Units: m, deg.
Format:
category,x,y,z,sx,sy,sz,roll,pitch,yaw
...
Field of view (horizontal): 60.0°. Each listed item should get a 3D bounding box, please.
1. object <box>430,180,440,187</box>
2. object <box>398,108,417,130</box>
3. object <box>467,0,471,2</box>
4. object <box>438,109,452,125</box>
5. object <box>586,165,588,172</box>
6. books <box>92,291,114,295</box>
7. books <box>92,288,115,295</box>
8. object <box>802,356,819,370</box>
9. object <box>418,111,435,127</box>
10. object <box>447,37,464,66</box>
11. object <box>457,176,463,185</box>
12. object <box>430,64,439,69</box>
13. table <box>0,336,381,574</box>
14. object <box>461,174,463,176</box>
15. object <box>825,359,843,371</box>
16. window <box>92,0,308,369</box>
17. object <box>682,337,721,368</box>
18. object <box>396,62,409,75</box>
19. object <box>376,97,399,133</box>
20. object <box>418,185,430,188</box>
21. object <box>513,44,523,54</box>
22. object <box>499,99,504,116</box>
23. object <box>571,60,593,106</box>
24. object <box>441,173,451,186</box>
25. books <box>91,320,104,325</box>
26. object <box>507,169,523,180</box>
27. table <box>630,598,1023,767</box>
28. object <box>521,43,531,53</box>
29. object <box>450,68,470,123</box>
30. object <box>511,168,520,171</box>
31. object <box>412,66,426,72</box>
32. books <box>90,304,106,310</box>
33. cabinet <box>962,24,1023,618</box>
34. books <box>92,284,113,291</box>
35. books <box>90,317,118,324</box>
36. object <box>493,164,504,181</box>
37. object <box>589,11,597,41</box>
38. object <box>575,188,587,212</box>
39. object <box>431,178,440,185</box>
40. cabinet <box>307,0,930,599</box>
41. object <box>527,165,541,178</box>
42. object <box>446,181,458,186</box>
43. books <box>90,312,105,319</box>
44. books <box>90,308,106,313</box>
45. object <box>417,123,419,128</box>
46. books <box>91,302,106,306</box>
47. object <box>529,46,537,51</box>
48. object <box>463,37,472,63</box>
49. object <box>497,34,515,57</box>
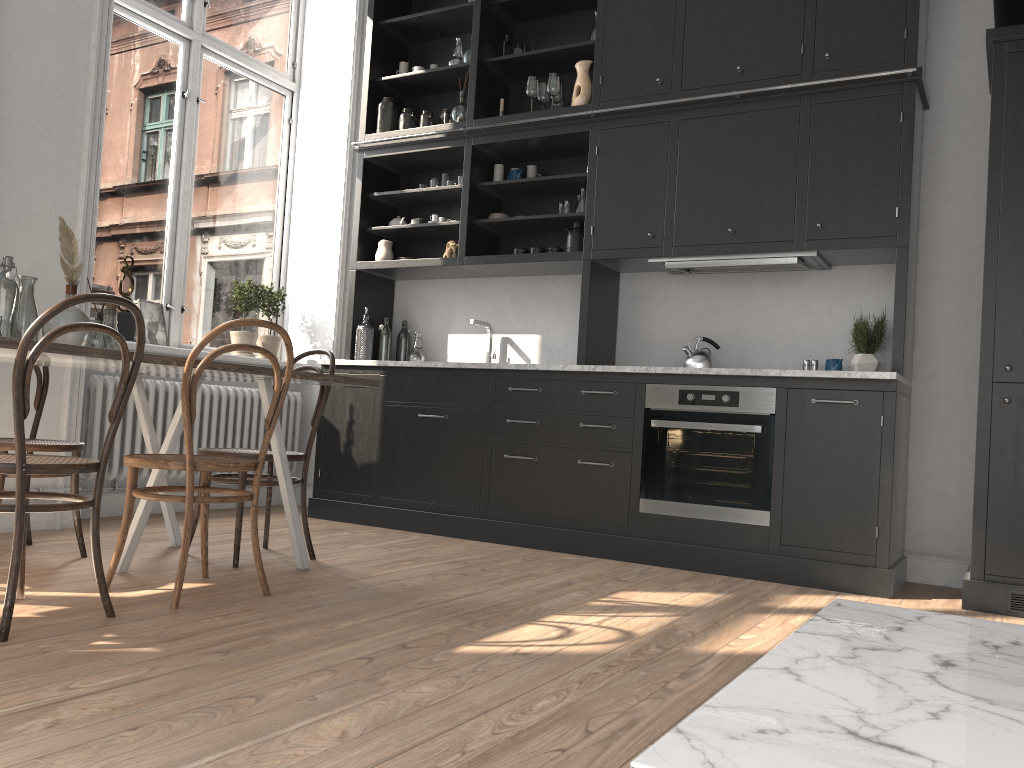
category,x,y,z,sx,sy,sz,roll,pitch,yaw
object,-0.477,-1.212,5.448,0.064,0.069,0.064,4,-2,-13
object,-0.646,-1.621,5.509,0.114,0.155,0.114,2,-3,33
object,-0.243,-2.381,5.485,0.070,0.231,0.067,2,-2,26
object,-0.406,-1.618,5.546,0.092,0.184,0.092,1,-3,44
object,0.448,-1.200,4.985,0.040,0.116,0.080,5,-3,-40
books,-2.266,-0.477,4.718,0.231,0.023,0.162,6,-4,-45
books,-2.258,-0.498,4.731,0.155,0.020,0.205,2,-3,30
object,1.482,-0.086,4.405,0.080,0.116,0.040,2,-3,35
object,-0.531,-1.611,5.506,0.096,0.150,0.096,3,-2,18
object,-0.329,-2.013,5.459,0.132,0.219,0.132,3,-2,4
object,-0.300,-1.206,5.326,0.064,0.069,0.064,3,-2,22
object,-0.494,-1.971,5.674,0.059,0.135,0.082,5,-3,-37
table,-1.589,0.282,2.988,1.100,0.779,2.201,2,-3,30
object,-0.281,-1.221,5.401,0.060,0.107,0.060,3,-2,2
object,1.570,-0.073,4.328,0.082,0.093,0.140,3,-3,20
window,-1.230,-5.657,12.554,26.394,15.930,14.392,2,-3,30
object,0.971,-0.152,4.572,0.171,0.186,0.171,2,-3,41
object,-0.700,-1.983,5.681,0.059,0.135,0.082,5,-3,-32
object,-0.777,-1.667,5.564,0.118,0.238,0.118,3,-2,15
object,-0.547,-1.203,5.494,0.071,0.047,0.071,4,-3,-22
object,0.034,-1.951,5.245,0.053,0.125,0.041,4,-2,-3
object,-0.061,-1.601,5.214,0.123,0.161,0.123,2,-3,38
object,0.390,-1.640,4.895,0.094,0.267,0.116,4,-2,-18
object,-0.406,-1.228,5.424,0.060,0.107,0.060,5,-3,-33
books,-2.264,-0.325,4.707,0.175,0.023,0.249,2,-3,30
object,0.017,-1.205,5.208,0.082,0.093,0.140,4,-2,-5
table,0.651,0.512,0.796,0.849,0.392,0.849,2,-3,30
object,0.072,-1.971,5.365,0.065,0.177,0.084,5,-3,-38
object,-0.292,-1.710,5.281,0.134,0.357,0.134,4,-2,-15
object,0.008,-1.222,5.317,0.082,0.135,0.059,5,-3,-32
object,-0.596,-1.959,5.648,0.096,0.095,0.096,5,-3,-26
books,-2.266,-0.413,4.733,0.158,0.024,0.222,2,-3,30
cabinet,2.635,-0.233,3.522,1.400,2.371,0.634,2,-2,30
books,-2.268,-0.520,4.731,0.159,0.024,0.201,3,-3,20
books,-2.272,-0.344,4.723,0.192,0.014,0.255,2,-3,33
object,-0.080,-1.229,5.271,0.059,0.135,0.082,4,-2,-2
object,0.495,-1.997,5.076,0.110,0.255,0.100,4,-2,-5
object,0.393,-1.009,4.935,0.083,0.158,0.083,3,-2,14
object,-0.481,-1.227,5.544,0.060,0.107,0.060,4,-2,-3
cabinet,0.434,-0.917,4.822,3.250,3.582,0.635,2,-2,30
object,0.126,-1.218,5.242,0.082,0.135,0.059,3,-2,13
object,-0.365,-1.198,5.367,0.071,0.047,0.071,4,-3,-22
books,-2.272,-0.365,4.724,0.193,0.028,0.245,2,-3,25
books,-2.264,-0.390,4.727,0.155,0.022,0.205,1,-4,44
object,-0.637,-1.609,5.759,0.114,0.155,0.114,4,-2,-15
books,-2.261,-0.435,4.728,0.155,0.022,0.205,2,-3,25
object,0.122,-1.944,5.270,0.044,0.121,0.058,5,-3,-33
object,-0.231,-2.072,5.369,0.123,0.340,0.118,5,-3,-41
object,-0.035,-1.991,5.300,0.084,0.199,0.065,5,-3,-38
